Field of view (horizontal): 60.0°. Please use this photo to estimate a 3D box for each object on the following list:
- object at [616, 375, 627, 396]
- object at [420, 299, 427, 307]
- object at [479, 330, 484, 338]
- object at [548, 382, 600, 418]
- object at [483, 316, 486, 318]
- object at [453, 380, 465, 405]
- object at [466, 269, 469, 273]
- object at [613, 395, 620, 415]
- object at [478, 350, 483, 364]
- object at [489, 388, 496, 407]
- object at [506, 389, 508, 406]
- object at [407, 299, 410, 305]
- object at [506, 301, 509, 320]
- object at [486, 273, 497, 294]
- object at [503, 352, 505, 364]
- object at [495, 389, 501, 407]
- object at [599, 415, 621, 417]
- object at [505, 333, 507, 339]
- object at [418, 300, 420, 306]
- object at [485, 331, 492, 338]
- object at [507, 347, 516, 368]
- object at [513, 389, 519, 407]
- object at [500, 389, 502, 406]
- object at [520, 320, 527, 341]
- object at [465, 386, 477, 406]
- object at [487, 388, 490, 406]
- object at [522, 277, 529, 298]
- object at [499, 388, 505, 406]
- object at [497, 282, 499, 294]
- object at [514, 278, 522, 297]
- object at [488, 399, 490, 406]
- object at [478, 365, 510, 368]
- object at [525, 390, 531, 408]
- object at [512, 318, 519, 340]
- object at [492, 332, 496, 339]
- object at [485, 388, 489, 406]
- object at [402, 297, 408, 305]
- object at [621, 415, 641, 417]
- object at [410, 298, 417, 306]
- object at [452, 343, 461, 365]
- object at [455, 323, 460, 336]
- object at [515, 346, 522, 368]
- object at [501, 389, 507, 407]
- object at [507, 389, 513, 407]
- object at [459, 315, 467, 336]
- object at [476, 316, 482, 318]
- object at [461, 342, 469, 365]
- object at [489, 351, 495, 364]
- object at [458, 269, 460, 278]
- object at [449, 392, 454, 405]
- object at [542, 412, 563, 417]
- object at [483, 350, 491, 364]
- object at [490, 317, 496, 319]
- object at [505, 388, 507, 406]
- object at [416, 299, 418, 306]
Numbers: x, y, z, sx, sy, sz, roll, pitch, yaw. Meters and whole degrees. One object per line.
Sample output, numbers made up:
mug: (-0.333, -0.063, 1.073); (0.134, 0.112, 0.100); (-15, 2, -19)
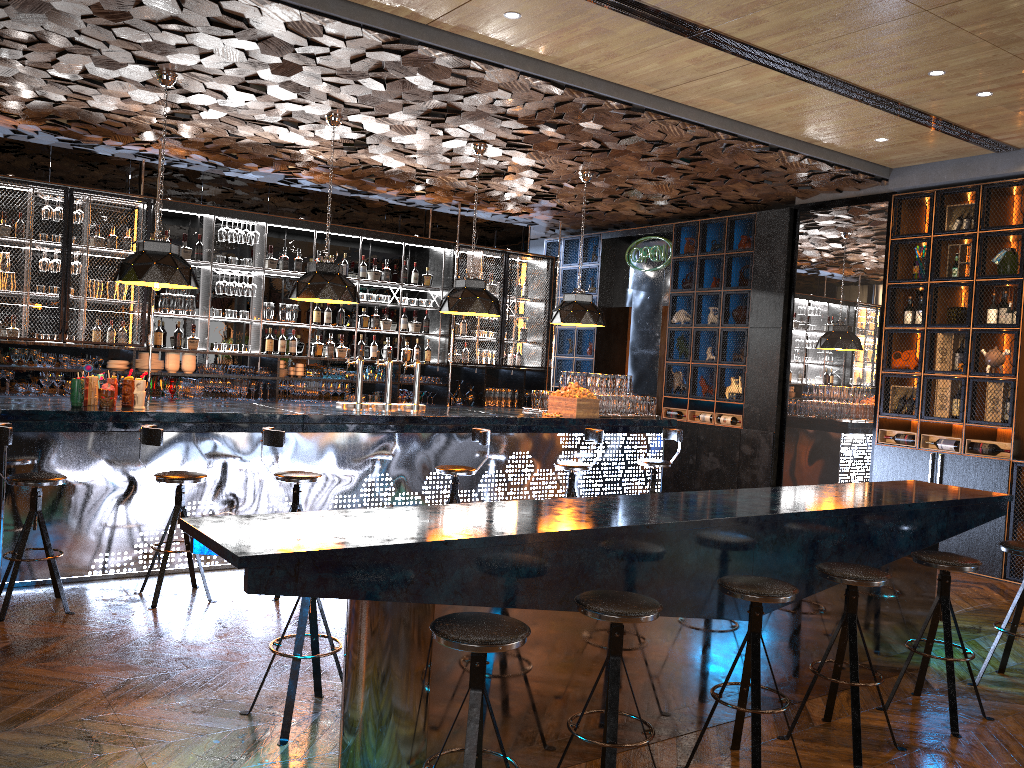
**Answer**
object: (1.110, 0.013, 8.973); (0.105, 0.209, 0.105); (3, 1, -10)
object: (-1.095, -0.995, 10.903); (0.089, 0.092, 0.089); (3, 1, 4)
object: (-0.402, -0.641, 11.400); (0.089, 0.092, 0.089); (5, 2, 39)
object: (0.622, 0.144, 8.702); (0.340, 0.332, 0.464); (2, 2, -32)
object: (-0.334, -0.974, 11.417); (0.092, 0.244, 0.092); (2, 2, -41)
object: (-0.673, 0.111, 11.257); (0.170, 0.313, 0.170); (2, 2, -41)
object: (-0.577, -1.323, 11.338); (0.086, 0.297, 0.086); (4, 1, 13)
object: (1.059, 0.218, 9.018); (0.105, 0.209, 0.105); (3, 1, -10)
object: (-0.402, -0.337, 11.554); (0.105, 0.209, 0.105); (5, 2, 40)
object: (-0.252, 0.174, 11.406); (0.079, 0.231, 0.079); (2, 2, -39)
object: (-0.041, 0.180, 11.665); (0.079, 0.231, 0.079); (4, 2, 34)
object: (-1.312, -1.010, 10.972); (0.089, 0.092, 0.089); (5, 2, 40)
object: (-0.079, -0.963, 11.598); (0.092, 0.244, 0.092); (2, 2, -41)
object: (-0.276, -1.301, 11.550); (0.123, 0.279, 0.123); (3, 2, -32)
object: (-0.146, -0.323, 11.599); (0.105, 0.209, 0.105); (5, 2, 40)
object: (-0.185, 0.176, 11.457); (0.079, 0.231, 0.079); (4, 2, 31)
object: (0.855, 0.306, 8.897); (0.273, 0.019, 0.437); (2, 2, -35)
object: (-0.104, -0.630, 11.663); (0.089, 0.092, 0.089); (5, 2, 39)
object: (-1.130, -1.002, 11.086); (0.089, 0.092, 0.089); (3, 1, 4)
object: (-0.310, -0.639, 11.535); (0.089, 0.092, 0.089); (2, 2, -35)
object: (-0.007, -0.357, 11.802); (0.083, 0.282, 0.083); (5, 2, 40)
object: (0.054, 0.186, 11.624); (0.079, 0.231, 0.079); (2, 2, -39)
object: (-0.120, 0.176, 11.610); (0.079, 0.231, 0.079); (2, 2, -34)
object: (0.159, -0.714, 11.896); (0.083, 0.282, 0.083); (3, 2, -25)
object: (-0.527, 0.152, 11.293); (0.158, 0.248, 0.158); (2, 2, -41)
object: (-0.328, 0.168, 11.461); (0.079, 0.231, 0.079); (4, 2, 34)
object: (0.182, -1.293, 11.906); (0.086, 0.298, 0.086); (4, 1, 18)
object: (-0.132, 0.173, 11.708); (0.079, 0.231, 0.079); (4, 1, 12)
object: (-0.147, -1.298, 11.640); (0.083, 0.282, 0.083); (5, 2, 40)
object: (0.083, -1.288, 11.803); (0.083, 0.282, 0.083); (3, 2, -20)
object: (-0.288, 0.167, 11.603); (0.079, 0.231, 0.079); (3, 1, -3)
object: (-0.262, -0.233, 11.563); (0.437, 0.019, 0.273); (2, 2, -35)
object: (0.196, 0.195, 11.716); (0.101, 0.227, 0.101); (4, 2, 32)
object: (0.047, -0.727, 11.819); (0.086, 0.299, 0.086); (4, 1, 13)
object: (-0.225, -0.639, 11.743); (0.089, 0.092, 0.089); (5, 2, 39)
object: (-0.334, 0.170, 11.345); (0.079, 0.231, 0.079); (3, 1, 0)
object: (-1.312, -1.005, 10.759); (0.089, 0.092, 0.089); (5, 2, 40)
object: (1.080, 0.315, 9.068); (0.273, 0.019, 0.437); (2, 2, -35)
object: (-1.211, -1.001, 10.867); (0.089, 0.092, 0.089); (2, 2, -36)
object: (-0.727, -0.384, 11.273); (0.123, 0.279, 0.123); (5, 2, 44)
object: (-0.742, -0.733, 11.256); (0.151, 0.248, 0.094); (3, 2, -26)
object: (0.088, -0.360, 11.886); (0.086, 0.298, 0.086); (4, 1, 13)
object: (-0.105, 0.180, 11.513); (0.079, 0.231, 0.079); (3, 1, -9)
object: (-0.028, 0.183, 11.563); (0.079, 0.231, 0.079); (3, 1, 0)
object: (-0.623, -0.753, 11.356); (0.086, 0.298, 0.086); (4, 1, 13)
object: (-0.429, -0.983, 11.552); (0.092, 0.244, 0.092); (2, 2, -41)
object: (-0.598, -0.390, 11.385); (0.086, 0.299, 0.086); (4, 1, 13)
object: (-0.268, -0.330, 11.585); (0.105, 0.209, 0.105); (5, 2, 40)
object: (-0.690, -1.317, 11.237); (0.123, 0.279, 0.123); (3, 2, -27)
object: (-0.818, 0.108, 11.154); (0.186, 0.307, 0.186); (3, 2, -30)
object: (0.384, 0.290, 8.424); (0.198, 0.045, 0.377); (3, 1, 3)
object: (-0.330, -0.330, 11.464); (0.105, 0.209, 0.105); (5, 2, 40)
object: (-0.244, -0.970, 11.481); (0.092, 0.244, 0.092); (2, 2, -41)
object: (-0.057, 0.177, 11.751); (0.079, 0.231, 0.079); (4, 2, 19)
object: (-1.212, -1.005, 11.013); (0.089, 0.092, 0.089); (5, 2, 40)
